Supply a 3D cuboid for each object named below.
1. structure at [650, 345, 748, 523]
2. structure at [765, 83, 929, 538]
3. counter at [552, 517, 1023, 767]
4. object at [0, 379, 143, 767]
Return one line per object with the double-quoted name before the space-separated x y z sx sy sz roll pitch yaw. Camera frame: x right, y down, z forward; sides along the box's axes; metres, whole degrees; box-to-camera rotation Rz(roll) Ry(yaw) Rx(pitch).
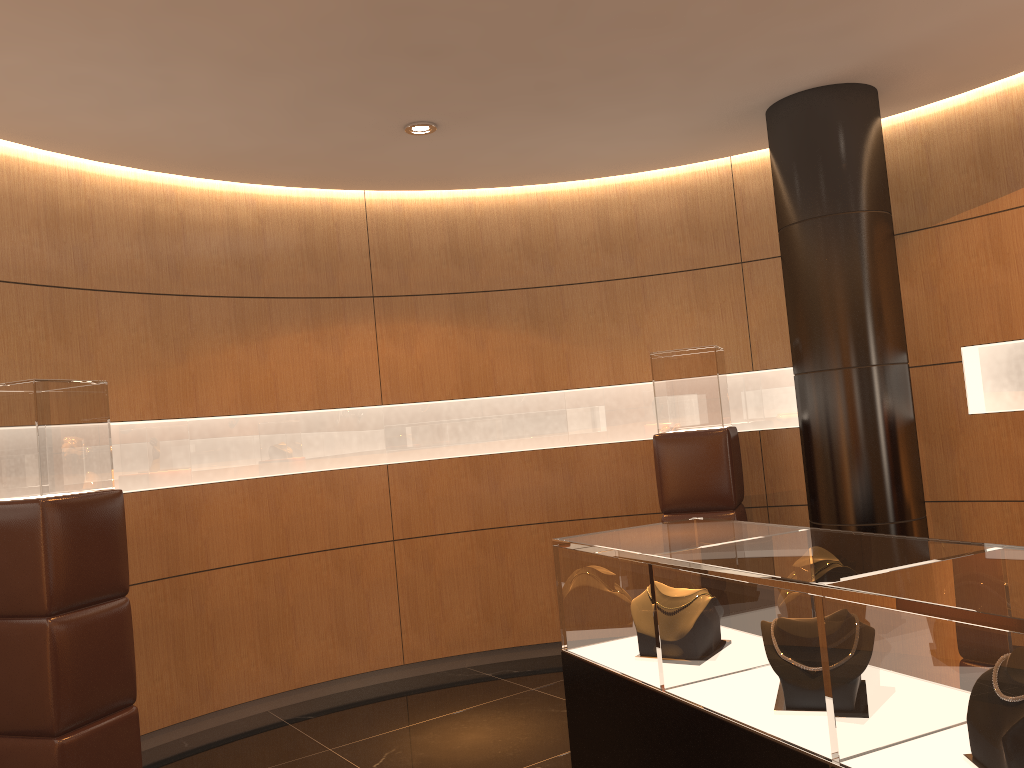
"structure" 1.194 0.784 5.523 0.498 2.000 0.484 -6 -3 20
"structure" 1.923 -0.027 5.030 0.613 3.430 0.613 -4 -3 -20
"counter" 0.962 0.987 1.969 0.615 1.173 2.514 -4 -3 -24
"object" -2.031 0.996 3.919 0.498 2.000 0.484 -6 -3 20
